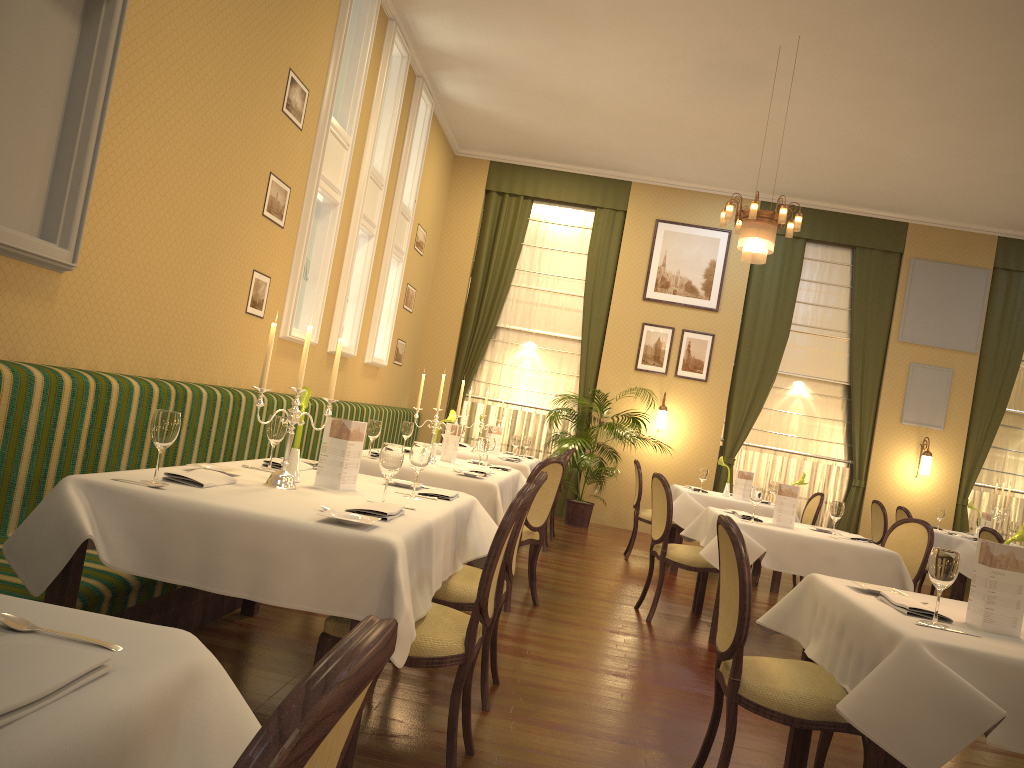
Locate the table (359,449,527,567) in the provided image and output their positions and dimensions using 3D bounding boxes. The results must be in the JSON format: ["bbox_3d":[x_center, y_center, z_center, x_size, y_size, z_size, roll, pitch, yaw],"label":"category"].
[{"bbox_3d":[-0.535,0.918,6.125,1.385,0.759,2.152,10,-2,6],"label":"table"}]

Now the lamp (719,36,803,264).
[{"bbox_3d":[2.066,-1.854,7.053,0.593,1.796,0.593,10,-2,3],"label":"lamp"}]

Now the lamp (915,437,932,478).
[{"bbox_3d":[4.991,0.892,10.795,0.114,0.513,0.323,10,-2,-5],"label":"lamp"}]

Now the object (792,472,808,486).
[{"bbox_3d":[1.870,0.761,5.896,0.163,0.375,0.076,11,-2,-18],"label":"object"}]

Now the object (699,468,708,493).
[{"bbox_3d":[1.806,0.917,8.413,0.088,0.229,0.088,12,-3,-37],"label":"object"}]

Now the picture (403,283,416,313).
[{"bbox_3d":[-1.207,-1.011,10.484,0.008,0.294,0.504,10,-2,5],"label":"picture"}]

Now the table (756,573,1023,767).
[{"bbox_3d":[1.571,1.169,2.869,1.389,0.759,1.395,10,-2,7],"label":"table"}]

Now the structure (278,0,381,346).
[{"bbox_3d":[-1.437,-1.795,6.890,0.200,2.985,0.687,10,-2,5],"label":"structure"}]

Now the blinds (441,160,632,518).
[{"bbox_3d":[0.274,-0.660,11.511,1.934,4.537,0.225,10,-2,5],"label":"blinds"}]

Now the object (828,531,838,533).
[{"bbox_3d":[2.219,1.012,6.042,0.181,0.015,0.038,10,-2,7],"label":"object"}]

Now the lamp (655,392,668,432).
[{"bbox_3d":[1.857,0.351,11.098,0.114,0.513,0.323,10,-2,-5],"label":"lamp"}]

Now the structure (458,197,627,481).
[{"bbox_3d":[0.280,-0.642,11.624,1.942,4.511,0.123,10,-2,5],"label":"structure"}]

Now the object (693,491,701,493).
[{"bbox_3d":[1.788,1.022,8.325,0.185,0.010,0.017,10,-2,7],"label":"object"}]

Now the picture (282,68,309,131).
[{"bbox_3d":[-1.475,-1.937,6.058,0.008,0.294,0.401,10,-2,5],"label":"picture"}]

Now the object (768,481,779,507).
[{"bbox_3d":[2.419,1.018,8.223,0.088,0.229,0.088,12,-3,-37],"label":"object"}]

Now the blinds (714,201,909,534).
[{"bbox_3d":[3.714,-0.066,11.168,1.878,4.537,0.129,10,-2,5],"label":"blinds"}]

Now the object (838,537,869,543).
[{"bbox_3d":[2.171,0.990,5.638,0.185,0.010,0.017,10,-2,6],"label":"object"}]

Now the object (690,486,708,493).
[{"bbox_3d":[1.818,1.029,8.612,0.142,0.033,0.273,10,-2,5],"label":"object"}]

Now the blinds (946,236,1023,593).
[{"bbox_3d":[6.577,0.428,10.891,1.876,4.537,0.129,10,-2,5],"label":"blinds"}]

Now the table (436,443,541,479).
[{"bbox_3d":[-0.300,1.058,8.811,1.385,0.759,2.152,10,-2,6],"label":"table"}]

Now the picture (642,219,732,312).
[{"bbox_3d":[2.234,-1.515,11.314,0.966,1.057,0.027,10,-2,5],"label":"picture"}]

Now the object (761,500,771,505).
[{"bbox_3d":[2.417,1.137,8.580,0.142,0.024,0.273,10,-2,5],"label":"object"}]

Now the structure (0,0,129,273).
[{"bbox_3d":[-1.732,-2.034,3.417,0.200,3.103,0.956,10,-2,5],"label":"structure"}]

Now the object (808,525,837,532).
[{"bbox_3d":[2.078,0.979,5.943,0.160,0.024,0.160,10,-2,5],"label":"object"}]

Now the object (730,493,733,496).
[{"bbox_3d":[2.212,1.109,8.830,0.160,0.024,0.160,10,-2,5],"label":"object"}]

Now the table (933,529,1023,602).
[{"bbox_3d":[4.725,1.951,8.994,1.385,0.759,2.152,10,-2,6],"label":"table"}]

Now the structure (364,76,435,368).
[{"bbox_3d":[-1.222,-1.666,9.342,0.200,2.985,0.670,10,-2,5],"label":"structure"}]

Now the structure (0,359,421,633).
[{"bbox_3d":[-1.669,0.517,4.248,0.850,1.031,14.516,10,-2,5],"label":"structure"}]

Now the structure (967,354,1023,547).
[{"bbox_3d":[6.577,0.446,11.010,1.898,4.511,0.137,10,-2,5],"label":"structure"}]

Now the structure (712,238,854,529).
[{"bbox_3d":[3.715,-0.049,11.286,1.900,4.511,0.134,10,-2,5],"label":"structure"}]

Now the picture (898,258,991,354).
[{"bbox_3d":[5.370,-0.973,11.009,0.966,1.057,0.027,10,-2,5],"label":"picture"}]

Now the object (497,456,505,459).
[{"bbox_3d":[-0.049,0.690,8.176,0.181,0.015,0.038,10,-2,7],"label":"object"}]

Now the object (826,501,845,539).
[{"bbox_3d":[2.028,0.851,5.565,0.088,0.229,0.088,12,-3,-42],"label":"object"}]

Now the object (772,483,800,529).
[{"bbox_3d":[1.767,0.791,5.793,0.081,0.277,0.166,12,-3,-38],"label":"object"}]

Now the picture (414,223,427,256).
[{"bbox_3d":[-1.085,-1.705,10.510,0.008,0.294,0.504,10,-2,5],"label":"picture"}]

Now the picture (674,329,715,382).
[{"bbox_3d":[2.318,-0.360,11.250,0.412,0.619,0.022,10,-2,5],"label":"picture"}]

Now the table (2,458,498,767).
[{"bbox_3d":[-0.771,0.777,3.435,1.385,0.759,2.152,10,-2,6],"label":"table"}]

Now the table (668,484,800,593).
[{"bbox_3d":[2.071,1.468,8.578,1.389,0.759,1.395,10,-2,7],"label":"table"}]

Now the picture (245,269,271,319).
[{"bbox_3d":[-1.712,-0.604,5.991,0.008,0.294,0.313,10,-2,5],"label":"picture"}]

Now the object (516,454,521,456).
[{"bbox_3d":[0.118,0.768,9.496,0.181,0.015,0.038,10,-2,7],"label":"object"}]

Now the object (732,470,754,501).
[{"bbox_3d":[2.198,0.964,8.417,0.166,0.277,0.081,10,-2,12],"label":"object"}]

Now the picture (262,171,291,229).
[{"bbox_3d":[-1.597,-1.244,6.032,0.008,0.294,0.401,10,-2,5],"label":"picture"}]

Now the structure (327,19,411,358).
[{"bbox_3d":[-1.333,-1.732,8.080,0.200,2.985,0.661,10,-2,5],"label":"structure"}]

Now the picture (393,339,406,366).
[{"bbox_3d":[-1.321,-0.371,10.447,0.008,0.294,0.437,10,-2,5],"label":"picture"}]

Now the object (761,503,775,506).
[{"bbox_3d":[2.407,1.131,8.322,0.185,0.010,0.017,10,-2,6],"label":"object"}]

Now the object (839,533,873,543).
[{"bbox_3d":[2.254,1.007,5.820,0.142,0.024,0.273,10,-2,5],"label":"object"}]

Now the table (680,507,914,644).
[{"bbox_3d":[1.836,1.327,5.894,1.389,0.759,1.395,10,-2,7],"label":"table"}]

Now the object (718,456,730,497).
[{"bbox_3d":[2.057,0.893,8.580,0.163,0.375,0.076,9,-2,27],"label":"object"}]

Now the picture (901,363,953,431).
[{"bbox_3d":[5.136,0.155,10.971,0.512,0.769,0.027,10,-2,5],"label":"picture"}]

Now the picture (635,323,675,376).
[{"bbox_3d":[1.819,-0.447,11.298,0.412,0.619,0.022,10,-2,5],"label":"picture"}]

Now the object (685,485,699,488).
[{"bbox_3d":[1.811,1.040,8.883,0.160,0.024,0.160,10,-2,5],"label":"object"}]

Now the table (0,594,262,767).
[{"bbox_3d":[-1.028,0.624,0.507,1.385,0.759,2.152,10,-2,6],"label":"table"}]
